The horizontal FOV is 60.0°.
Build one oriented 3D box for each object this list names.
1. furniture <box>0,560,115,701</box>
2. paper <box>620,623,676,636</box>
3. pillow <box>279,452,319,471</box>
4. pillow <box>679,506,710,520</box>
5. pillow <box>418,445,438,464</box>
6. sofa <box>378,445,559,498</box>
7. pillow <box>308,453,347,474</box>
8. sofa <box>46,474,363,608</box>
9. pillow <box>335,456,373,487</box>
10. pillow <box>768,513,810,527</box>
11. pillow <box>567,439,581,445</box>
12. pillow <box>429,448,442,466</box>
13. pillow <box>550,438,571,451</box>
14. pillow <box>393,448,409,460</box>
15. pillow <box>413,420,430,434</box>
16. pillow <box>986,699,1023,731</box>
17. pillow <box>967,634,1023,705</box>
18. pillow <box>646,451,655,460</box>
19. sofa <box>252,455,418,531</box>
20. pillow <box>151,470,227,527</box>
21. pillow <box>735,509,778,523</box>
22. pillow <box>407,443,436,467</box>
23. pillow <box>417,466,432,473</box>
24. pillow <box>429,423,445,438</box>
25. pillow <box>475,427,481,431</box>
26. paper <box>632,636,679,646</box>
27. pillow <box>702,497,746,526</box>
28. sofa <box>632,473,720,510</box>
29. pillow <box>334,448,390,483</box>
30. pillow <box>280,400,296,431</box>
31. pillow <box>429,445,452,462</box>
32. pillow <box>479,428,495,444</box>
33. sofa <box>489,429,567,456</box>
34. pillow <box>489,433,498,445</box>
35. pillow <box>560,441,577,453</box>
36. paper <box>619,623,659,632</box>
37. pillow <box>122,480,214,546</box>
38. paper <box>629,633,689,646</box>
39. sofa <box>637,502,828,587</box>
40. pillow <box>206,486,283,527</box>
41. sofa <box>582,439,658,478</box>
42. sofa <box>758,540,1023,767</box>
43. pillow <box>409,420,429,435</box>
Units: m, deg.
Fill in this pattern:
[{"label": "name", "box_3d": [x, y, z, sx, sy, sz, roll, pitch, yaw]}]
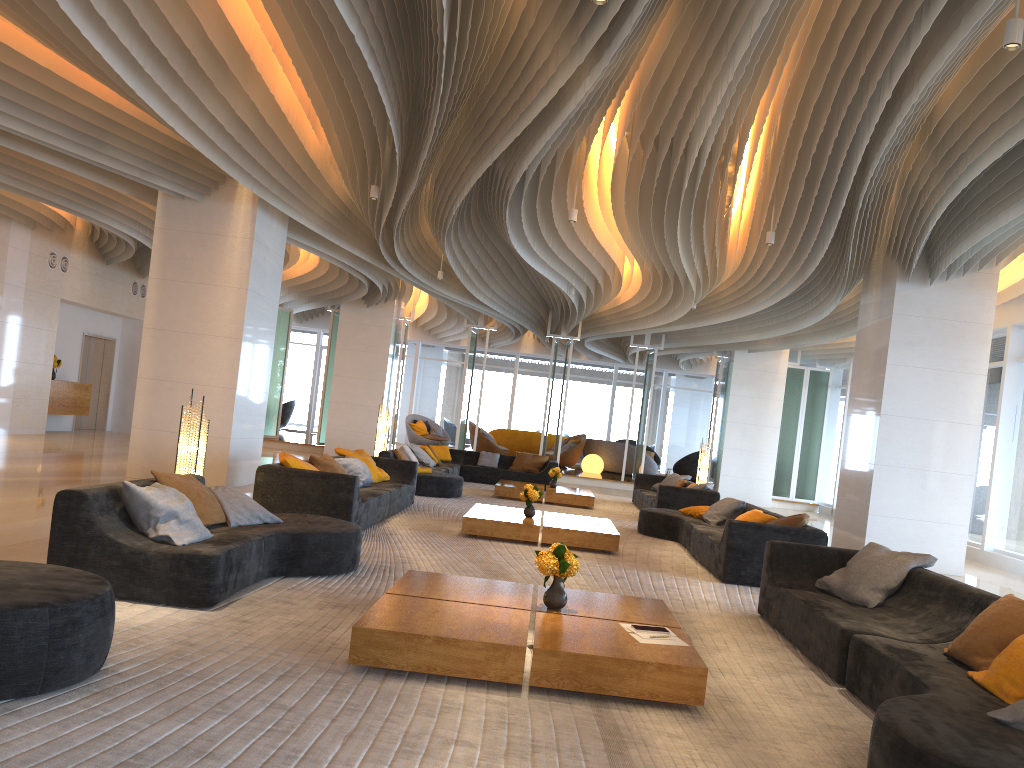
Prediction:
[{"label": "furniture", "box_3d": [-2.094, 0.934, 3.459, 0.976, 0.364, 0.992, 6, -2, 11]}, {"label": "paper", "box_3d": [0.708, 1.278, 4.612, 0.258, 0.001, 0.185, 7, -3, -7]}, {"label": "pillow", "box_3d": [-1.965, 0.878, 8.490, 0.555, 0.377, 0.630, 7, -2, -20]}, {"label": "pillow", "box_3d": [2.474, 1.649, 11.317, 0.597, 0.193, 0.440, 8, -3, -34]}, {"label": "pillow", "box_3d": [-1.554, 1.287, 16.144, 0.331, 0.335, 0.415, 7, -2, -32]}, {"label": "sofa", "box_3d": [-0.592, 1.525, 15.510, 2.822, 0.653, 5.097, 7, -3, 2]}, {"label": "pillow", "box_3d": [-1.867, 0.940, 9.133, 0.443, 0.409, 0.603, 7, -2, 4]}, {"label": "sofa", "box_3d": [-1.788, 0.974, 5.887, 1.353, 0.576, 2.257, 7, -2, 2]}, {"label": "pillow", "box_3d": [-1.826, 1.032, 10.173, 0.419, 0.377, 0.588, 7, -2, 4]}, {"label": "pillow", "box_3d": [2.554, 1.412, 8.522, 0.539, 0.377, 0.648, 6, -2, 24]}, {"label": "pillow", "box_3d": [1.658, 1.696, 24.263, 0.377, 0.422, 0.598, 7, -2, -20]}, {"label": "pillow", "box_3d": [-1.480, 1.330, 16.300, 0.336, 0.319, 0.404, 7, -2, -30]}, {"label": "pillow", "box_3d": [1.349, 1.690, 24.516, 0.481, 0.454, 0.609, 8, -2, -37]}, {"label": "pillow", "box_3d": [-1.711, 1.182, 14.000, 0.328, 0.311, 0.425, 7, -2, 4]}, {"label": "pillow", "box_3d": [-2.628, 1.270, 25.959, 0.365, 0.422, 0.618, 6, -2, 35]}, {"label": "pillow", "box_3d": [2.091, 1.213, 3.176, 0.448, 0.209, 0.575, 8, -3, -38]}, {"label": "pillow", "box_3d": [2.256, 1.196, 3.718, 0.472, 0.403, 0.611, 7, -2, 9]}, {"label": "pillow", "box_3d": [3.974, 2.102, 26.119, 0.504, 0.409, 0.463, 7, -1, -1]}, {"label": "sofa", "box_3d": [-1.797, 1.151, 9.782, 0.940, 0.582, 3.783, 7, -3, 3]}, {"label": "pillow", "box_3d": [-2.101, 0.775, 5.874, 0.396, 0.391, 0.607, 7, -2, 5]}, {"label": "pillow", "box_3d": [2.501, 1.524, 9.375, 0.450, 0.394, 0.638, 7, -2, 1]}, {"label": "pillow", "box_3d": [-1.613, 1.271, 15.806, 0.547, 0.377, 0.651, 7, -2, -3]}, {"label": "pillow", "box_3d": [-1.501, 1.295, 13.686, 0.402, 0.136, 0.425, 5, -3, 35]}, {"label": "pillow", "box_3d": [-2.230, 1.370, 26.092, 0.513, 0.409, 0.455, 8, -2, -31]}, {"label": "pillow", "box_3d": [-0.865, 1.370, 23.651, 0.372, 0.422, 0.606, 7, -2, 1]}, {"label": "paper", "box_3d": [0.731, 1.272, 4.408, 0.262, 0.001, 0.189, 7, -3, -11]}, {"label": "pillow", "box_3d": [2.563, 1.579, 10.795, 0.461, 0.416, 0.666, 7, -2, 2]}, {"label": "sofa", "box_3d": [2.677, 1.917, 14.911, 0.940, 0.582, 3.783, 7, -3, 3]}, {"label": "pillow", "box_3d": [-1.852, 1.012, 11.073, 0.539, 0.377, 0.648, 6, -2, 24]}, {"label": "pillow", "box_3d": [-7.335, 0.927, 27.491, 1.133, 1.005, 1.523, 7, -2, 5]}, {"label": "pillow", "box_3d": [-1.434, 1.375, 17.700, 0.415, 0.316, 0.336, 7, -1, -27]}, {"label": "pillow", "box_3d": [-0.668, 1.396, 23.305, 0.477, 0.454, 0.614, 7, -2, -17]}, {"label": "sofa", "box_3d": [0.459, 1.810, 25.588, 2.578, 0.901, 1.103, 7, -1, -9]}, {"label": "pillow", "box_3d": [-0.607, 1.463, 23.989, 0.457, 0.408, 0.512, 6, -2, 24]}, {"label": "pillow", "box_3d": [1.517, 1.707, 23.860, 0.462, 0.408, 0.505, 7, -1, 4]}, {"label": "paper", "box_3d": [0.705, 1.278, 4.617, 0.264, 0.001, 0.196, 7, -3, -7]}, {"label": "pillow", "box_3d": [-2.021, 0.749, 5.233, 0.457, 0.345, 0.564, 7, -2, 0]}, {"label": "paper", "box_3d": [0.731, 1.271, 4.408, 0.259, 0.001, 0.184, 7, -3, -12]}, {"label": "sofa", "box_3d": [2.294, 1.643, 9.992, 1.351, 0.582, 4.147, 7, -3, 1]}, {"label": "pillow", "box_3d": [-1.914, 0.851, 6.215, 0.462, 0.246, 0.437, 5, -2, 37]}, {"label": "sofa", "box_3d": [2.863, 2.022, 24.069, 1.132, 0.901, 2.511, 8, -3, -38]}, {"label": "sofa", "box_3d": [2.193, 1.378, 4.556, 1.330, 0.582, 4.210, 6, -3, 9]}, {"label": "pillow", "box_3d": [-2.668, 1.265, 25.554, 0.466, 0.454, 0.628, 6, -2, 18]}]
